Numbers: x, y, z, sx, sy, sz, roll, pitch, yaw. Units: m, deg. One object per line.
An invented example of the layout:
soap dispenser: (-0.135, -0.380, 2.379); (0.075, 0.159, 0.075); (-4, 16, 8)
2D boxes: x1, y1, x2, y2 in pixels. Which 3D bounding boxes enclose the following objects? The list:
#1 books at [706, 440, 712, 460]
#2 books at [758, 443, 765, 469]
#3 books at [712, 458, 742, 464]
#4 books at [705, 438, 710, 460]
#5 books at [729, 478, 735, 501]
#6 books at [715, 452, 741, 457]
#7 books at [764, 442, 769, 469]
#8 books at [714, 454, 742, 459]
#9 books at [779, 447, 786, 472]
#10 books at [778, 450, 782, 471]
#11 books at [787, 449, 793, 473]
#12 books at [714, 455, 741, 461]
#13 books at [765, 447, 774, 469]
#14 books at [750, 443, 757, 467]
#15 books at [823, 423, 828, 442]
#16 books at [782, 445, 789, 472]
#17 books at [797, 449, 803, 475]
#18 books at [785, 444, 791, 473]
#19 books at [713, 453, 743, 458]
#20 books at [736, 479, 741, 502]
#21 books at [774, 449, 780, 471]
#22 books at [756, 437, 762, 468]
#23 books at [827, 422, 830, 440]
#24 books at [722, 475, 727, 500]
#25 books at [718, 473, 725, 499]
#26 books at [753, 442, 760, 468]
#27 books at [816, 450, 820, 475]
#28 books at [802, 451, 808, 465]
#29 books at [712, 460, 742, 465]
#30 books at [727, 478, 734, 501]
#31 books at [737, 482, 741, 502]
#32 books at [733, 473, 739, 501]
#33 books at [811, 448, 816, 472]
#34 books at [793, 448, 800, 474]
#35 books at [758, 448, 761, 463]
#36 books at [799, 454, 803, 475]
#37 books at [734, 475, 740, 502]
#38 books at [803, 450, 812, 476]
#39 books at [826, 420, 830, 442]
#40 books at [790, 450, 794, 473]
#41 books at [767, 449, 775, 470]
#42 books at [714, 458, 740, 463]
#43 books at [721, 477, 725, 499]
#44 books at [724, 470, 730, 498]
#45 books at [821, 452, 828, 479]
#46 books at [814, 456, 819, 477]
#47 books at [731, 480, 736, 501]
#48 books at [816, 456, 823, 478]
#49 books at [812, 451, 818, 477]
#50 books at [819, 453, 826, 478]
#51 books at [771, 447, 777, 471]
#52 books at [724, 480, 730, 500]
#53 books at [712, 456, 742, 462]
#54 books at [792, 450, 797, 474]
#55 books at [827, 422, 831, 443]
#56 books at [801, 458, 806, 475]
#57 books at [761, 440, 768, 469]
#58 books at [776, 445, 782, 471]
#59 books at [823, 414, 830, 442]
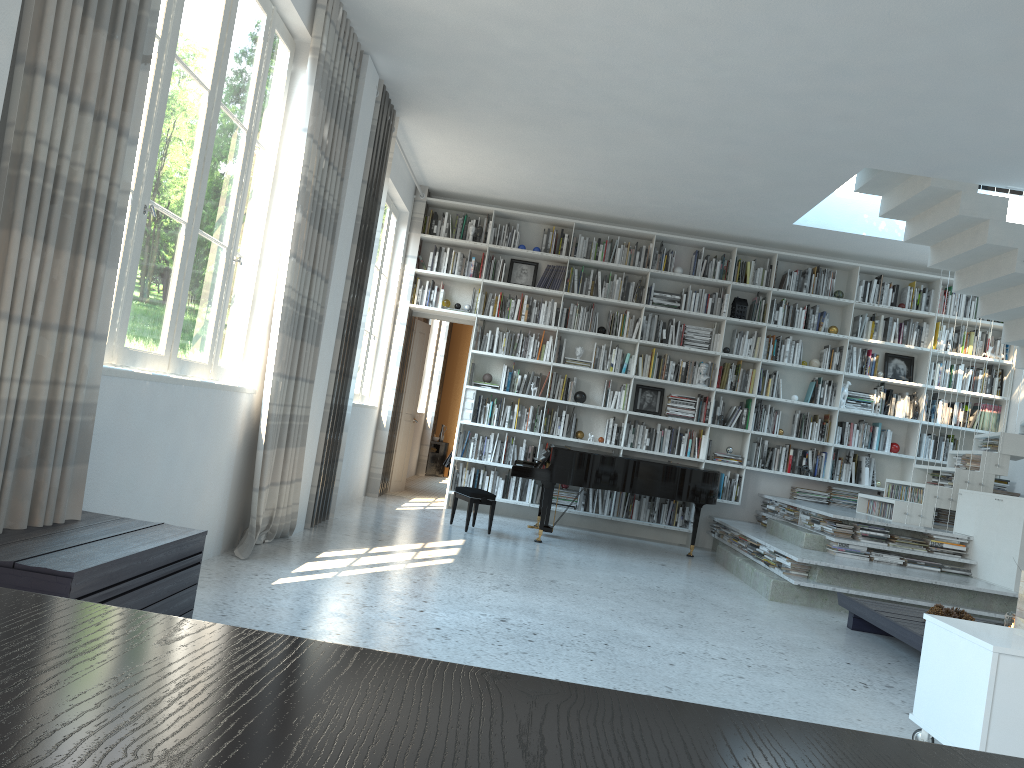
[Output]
books: (2.035, 0.684, 9.206); (0.030, 0.210, 0.136); (9, -2, 2)
books: (2.558, 0.742, 9.165); (0.023, 0.256, 0.178); (9, -2, 2)
books: (2.211, 0.797, 9.137); (0.285, 0.012, 0.159); (9, -3, 7)
books: (2.007, 0.670, 9.205); (0.027, 0.229, 0.141); (9, -2, 2)
books: (2.241, 1.081, 9.085); (0.012, 0.225, 0.149); (9, -2, 2)
books: (2.221, 0.724, 9.130); (0.254, 0.012, 0.161); (9, -3, 11)
books: (2.606, 0.740, 9.172); (0.010, 0.277, 0.174); (9, -2, 2)
books: (2.217, 0.748, 9.127); (0.254, 0.012, 0.161); (9, -3, 2)
books: (2.775, 0.779, 9.167); (0.025, 0.252, 0.181); (9, -2, 2)
books: (2.754, 0.792, 9.183); (0.012, 0.221, 0.153); (9, -2, 2)
books: (2.850, 0.795, 9.164); (0.031, 0.244, 0.184); (9, -2, 2)
books: (2.217, 0.761, 9.137); (0.254, 0.012, 0.161); (9, -3, 7)
books: (2.640, 0.768, 9.176); (0.065, 0.231, 0.162); (9, -2, 2)
books: (2.494, 0.734, 9.185); (0.012, 0.254, 0.161); (9, -2, 2)
books: (3.221, 0.504, 9.173); (0.013, 0.203, 0.158); (9, -2, 2)
books: (2.821, 0.771, 9.184); (0.012, 0.285, 0.159); (9, -2, 2)
books: (2.950, 0.802, 9.173); (0.026, 0.263, 0.169); (9, -2, 2)
books: (2.833, 0.767, 9.163); (0.012, 0.293, 0.175); (9, -2, 2)
books: (2.220, 0.737, 9.136); (0.285, 0.012, 0.159); (9, -3, 6)
books: (2.300, 1.087, 9.081); (0.013, 0.233, 0.149); (9, -2, 2)
books: (2.723, 0.784, 9.181); (0.024, 0.228, 0.159); (9, -2, 2)
books: (2.532, 0.708, 9.166); (0.010, 0.316, 0.187); (9, -2, 2)
books: (3.259, 0.495, 9.196); (0.007, 0.235, 0.131); (9, -2, 2)
books: (2.159, 1.058, 9.078); (0.014, 0.245, 0.176); (9, -2, 2)
books: (2.139, 1.046, 9.088); (0.005, 0.264, 0.162); (9, -2, 2)
books: (2.512, 0.732, 9.164); (0.023, 0.262, 0.186); (9, -2, 2)
books: (3.141, 0.823, 9.184); (0.012, 0.282, 0.143); (9, -2, 2)
books: (3.013, 0.819, 9.169); (0.012, 0.249, 0.164); (9, -2, 2)
books: (2.208, 0.808, 9.131); (0.285, 0.012, 0.159); (9, -3, 5)
books: (2.222, 1.078, 9.069); (0.026, 0.224, 0.175); (9, -2, 2)
books: (2.311, 1.103, 9.093); (0.012, 0.206, 0.160); (9, -2, 2)
books: (2.273, 1.056, 9.076); (0.021, 0.285, 0.172); (9, -2, 2)
books: (3.096, 0.810, 9.171); (0.013, 0.293, 0.134); (9, -2, 2)
books: (2.924, 0.798, 9.167); (0.026, 0.262, 0.173); (9, -2, 2)
books: (2.539, 0.748, 9.190); (0.015, 0.240, 0.152); (9, -2, 2)
books: (2.969, 0.831, 9.173); (0.022, 0.211, 0.135); (9, -2, 2)
books: (2.290, 1.067, 9.096); (0.015, 0.270, 0.157); (9, -2, 2)
books: (3.053, 0.816, 9.162); (0.070, 0.266, 0.186); (9, -2, 2)
books: (3.247, 0.490, 9.192); (0.019, 0.240, 0.134); (9, -2, 2)
books: (2.877, 0.803, 9.177); (0.025, 0.237, 0.156); (9, -2, 2)
books: (2.676, 0.781, 9.176); (0.011, 0.217, 0.175); (9, -2, 2)
books: (2.212, 0.785, 9.134); (0.254, 0.012, 0.161); (9, -3, 8)
books: (2.145, 1.065, 9.096); (0.012, 0.229, 0.129); (9, -2, 2)
books: (2.187, 1.035, 9.098); (0.032, 0.300, 0.149); (9, -2, 2)
books: (3.208, 0.838, 9.158); (0.025, 0.272, 0.171); (9, -2, 2)
books: (3.124, 0.851, 9.158); (0.013, 0.220, 0.168); (9, -2, 2)
books: (2.251, 1.089, 9.068); (0.011, 0.212, 0.178); (9, -2, 2)
books: (3.155, 0.851, 9.152); (0.025, 0.228, 0.176); (9, -2, 2)
books: (3.110, 0.827, 9.171); (0.021, 0.264, 0.150); (9, -2, 2)
books: (3.182, 0.841, 9.158); (0.026, 0.258, 0.157); (9, -2, 2)
books: (2.698, 0.776, 9.186); (0.029, 0.234, 0.142); (9, -2, 2)
books: (2.202, 1.087, 9.094); (0.013, 0.202, 0.139); (9, -2, 2)
books: (2.214, 0.773, 9.133); (0.285, 0.012, 0.159); (9, -3, 5)
books: (2.900, 0.805, 9.183); (0.021, 0.242, 0.131); (9, -2, 2)
books: (3.265, 0.501, 9.187); (0.009, 0.223, 0.146); (9, -2, 2)
books: (2.990, 0.849, 9.166); (0.025, 0.181, 0.169); (9, -2, 2)
books: (2.587, 0.727, 9.164); (0.030, 0.294, 0.188); (9, -2, 2)
books: (2.745, 0.767, 9.178); (0.014, 0.268, 0.171); (9, -2, 2)
books: (3.238, 0.460, 9.167); (0.007, 0.295, 0.162); (9, -2, 2)
